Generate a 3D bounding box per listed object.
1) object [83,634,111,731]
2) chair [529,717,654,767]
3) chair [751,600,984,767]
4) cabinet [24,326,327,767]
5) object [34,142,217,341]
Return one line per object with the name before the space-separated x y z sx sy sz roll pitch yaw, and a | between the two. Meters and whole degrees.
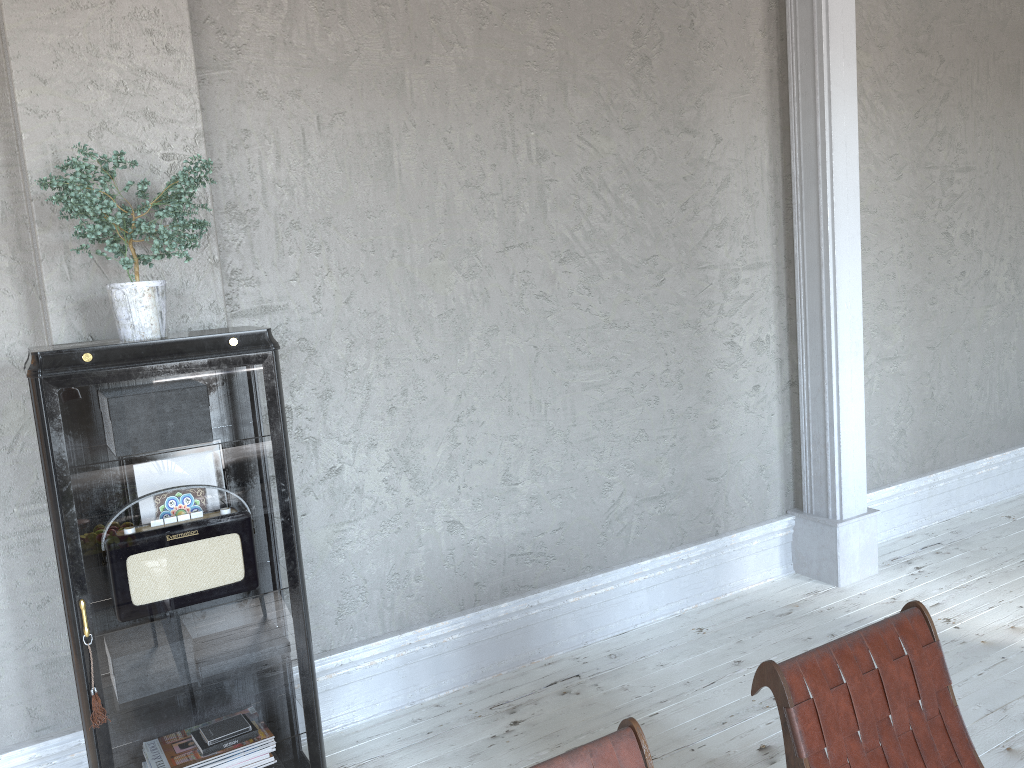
object | -1.010 0.716 2.131 0.040 0.234 0.045 -2 8 16
chair | 0.259 1.061 1.240 0.517 0.721 0.997 -9 9 -30
chair | 1.003 0.946 1.682 0.517 0.721 0.997 -9 9 -30
cabinet | -0.876 0.607 2.397 0.629 1.472 0.341 -9 9 -30
object | -0.950 -0.371 2.266 0.402 0.507 0.410 -6 8 -14
